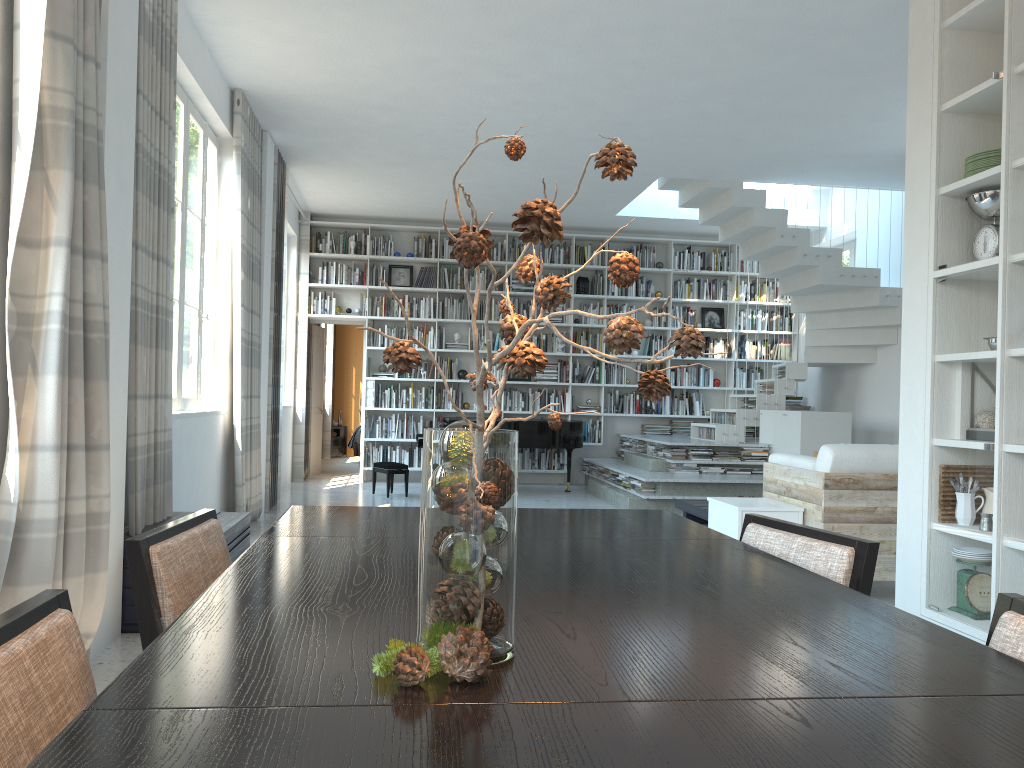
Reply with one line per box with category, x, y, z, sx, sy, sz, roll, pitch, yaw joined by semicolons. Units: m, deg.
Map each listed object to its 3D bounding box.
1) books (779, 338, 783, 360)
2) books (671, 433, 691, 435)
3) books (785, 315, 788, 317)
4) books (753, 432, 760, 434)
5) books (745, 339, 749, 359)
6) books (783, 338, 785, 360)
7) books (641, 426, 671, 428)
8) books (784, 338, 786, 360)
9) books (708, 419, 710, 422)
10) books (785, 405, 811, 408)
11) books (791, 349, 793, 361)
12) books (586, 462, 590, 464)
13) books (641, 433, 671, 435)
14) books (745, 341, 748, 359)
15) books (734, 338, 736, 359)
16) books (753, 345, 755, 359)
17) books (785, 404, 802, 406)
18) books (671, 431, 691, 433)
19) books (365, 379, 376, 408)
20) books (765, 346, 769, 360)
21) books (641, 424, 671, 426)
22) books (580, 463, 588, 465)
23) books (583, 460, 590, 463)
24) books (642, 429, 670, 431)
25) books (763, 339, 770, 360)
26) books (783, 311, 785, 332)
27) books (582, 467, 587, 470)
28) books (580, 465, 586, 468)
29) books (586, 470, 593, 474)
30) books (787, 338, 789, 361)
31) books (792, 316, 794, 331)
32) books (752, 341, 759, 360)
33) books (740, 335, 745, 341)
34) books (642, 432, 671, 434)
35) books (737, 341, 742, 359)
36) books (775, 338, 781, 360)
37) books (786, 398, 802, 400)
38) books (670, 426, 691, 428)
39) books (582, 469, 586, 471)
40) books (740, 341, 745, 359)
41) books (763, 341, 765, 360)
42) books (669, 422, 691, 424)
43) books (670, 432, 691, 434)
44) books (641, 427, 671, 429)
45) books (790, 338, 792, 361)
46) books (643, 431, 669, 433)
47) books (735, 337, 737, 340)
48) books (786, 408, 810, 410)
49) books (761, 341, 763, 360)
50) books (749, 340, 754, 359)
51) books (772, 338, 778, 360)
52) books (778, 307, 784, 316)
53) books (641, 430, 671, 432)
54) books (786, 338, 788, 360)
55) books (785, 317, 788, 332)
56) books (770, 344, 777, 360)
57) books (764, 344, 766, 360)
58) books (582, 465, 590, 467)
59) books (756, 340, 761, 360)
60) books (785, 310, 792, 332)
books;3.471;-0.445;11.524;0.018;0.293;0.169;2;0;-7
books;2.170;0.641;11.382;0.254;0.007;0.161;2;-1;-3
books;3.562;-0.778;11.580;0.024;0.230;0.131;2;0;-7
books;3.325;0.641;11.530;0.327;0.008;0.207;2;-1;-4
books;3.030;-0.443;11.489;0.022;0.265;0.157;2;0;-7
books;3.506;-0.444;11.542;0.018;0.293;0.169;2;0;-7
books;1.843;0.548;11.347;0.345;0.007;0.193;2;-1;-5
books;3.524;-0.444;11.540;0.018;0.293;0.169;2;0;-7
books;2.664;0.470;11.409;0.204;0.035;0.267;2;-1;-6
books;3.520;0.280;10.913;0.267;0.026;0.161;2;-1;-2
books;3.614;-0.441;11.555;0.018;0.293;0.169;2;0;-7
books;1.009;0.987;11.118;0.133;0.017;0.231;2;-1;-6
books;1.837;0.638;11.340;0.345;0.007;0.193;2;-1;-3
books;3.008;-0.434;11.474;0.026;0.245;0.180;2;-1;-7
books;2.853;-0.454;11.459;0.025;0.277;0.160;2;0;-7
books;3.108;-0.403;11.486;0.023;0.189;0.169;2;-1;-7
books;3.501;0.262;11.107;0.192;0.008;0.160;2;-1;-7
books;2.173;0.614;11.380;0.285;0.007;0.159;2;-1;-2
books;-1.733;0.118;10.858;0.106;0.340;0.307;2;-1;-7
books;3.287;-0.394;11.497;0.024;0.181;0.191;2;-1;-7
books;1.844;0.526;11.347;0.345;0.007;0.193;2;-1;-5
books;0.974;1.001;11.113;0.191;0.013;0.243;2;-1;-11
books;0.996;0.971;11.116;0.158;0.014;0.234;2;-1;-9
books;1.839;0.586;11.351;0.308;0.008;0.195;2;-1;-7
books;3.309;-0.441;11.528;0.026;0.278;0.170;2;-1;-7
books;3.518;-0.806;11.556;0.013;0.283;0.149;2;0;-7
books;0.980;1.061;11.114;0.179;0.012;0.261;2;-1;-4
books;0.979;1.036;11.114;0.177;0.012;0.278;2;-1;-11
books;1.018;1.072;10.823;0.189;0.030;0.237;2;-1;-7
books;3.560;-0.443;11.544;0.018;0.293;0.169;2;0;-7
books;3.625;-0.772;11.559;0.021;0.219;0.184;2;-1;-7
books;3.160;-0.430;11.498;0.022;0.247;0.181;2;-1;-7
books;2.987;-0.472;11.491;0.012;0.322;0.141;2;0;-7
books;1.838;0.623;11.337;0.345;0.007;0.193;2;-1;-2
books;2.924;-0.431;11.493;0.066;0.236;0.144;2;-1;-7
books;3.445;-0.446;11.535;0.033;0.294;0.169;2;0;-7
books;3.501;0.188;11.120;0.232;0.025;0.123;2;-1;-10
books;2.173;0.552;11.392;0.285;0.007;0.159;2;-1;-7
books;0.990;1.083;11.115;0.171;0.016;0.241;2;-1;-7
books;2.971;-0.434;11.471;0.022;0.243;0.170;2;-1;-7
books;3.244;-0.428;11.530;0.025;0.248;0.134;2;0;-7
books;2.175;0.502;11.385;0.285;0.005;0.159;2;-1;-10
books;2.169;0.627;11.389;0.254;0.007;0.161;2;-1;-6
books;1.843;0.563;11.347;0.345;0.007;0.193;2;-1;-5
books;3.597;-0.442;11.543;0.018;0.293;0.169;2;0;-7
books;1.838;0.615;11.341;0.308;0.008;0.195;2;-1;-3
books;2.869;-0.461;11.476;0.010;0.293;0.164;2;0;-7
books;3.520;0.306;10.907;0.234;0.025;0.157;2;-1;-11
books;3.226;-0.432;11.524;0.012;0.254;0.161;2;-1;-7
books;3.070;-0.440;11.481;0.056;0.261;0.176;2;-1;-7
books;3.408;-0.444;11.530;0.072;0.291;0.169;2;0;-7
books;3.505;-0.830;11.563;0.013;0.330;0.140;2;0;-7
books;1.839;0.601;11.346;0.345;0.007;0.193;2;-1;-9
books;3.542;-0.443;11.546;0.018;0.293;0.169;2;0;-7
books;3.540;-0.762;11.542;0.029;0.195;0.192;2;-1;-7
books;3.367;-0.406;11.523;0.088;0.217;0.167;2;-1;-7
books;3.263;-0.407;11.535;0.014;0.207;0.138;2;-1;-7
books;0.982;1.025;11.114;0.188;0.009;0.211;2;-1;-8
books;3.184;-0.436;11.511;0.029;0.259;0.171;2;-1;-7
books;3.595;-0.809;11.554;0.042;0.292;0.186;2;-1;-7
